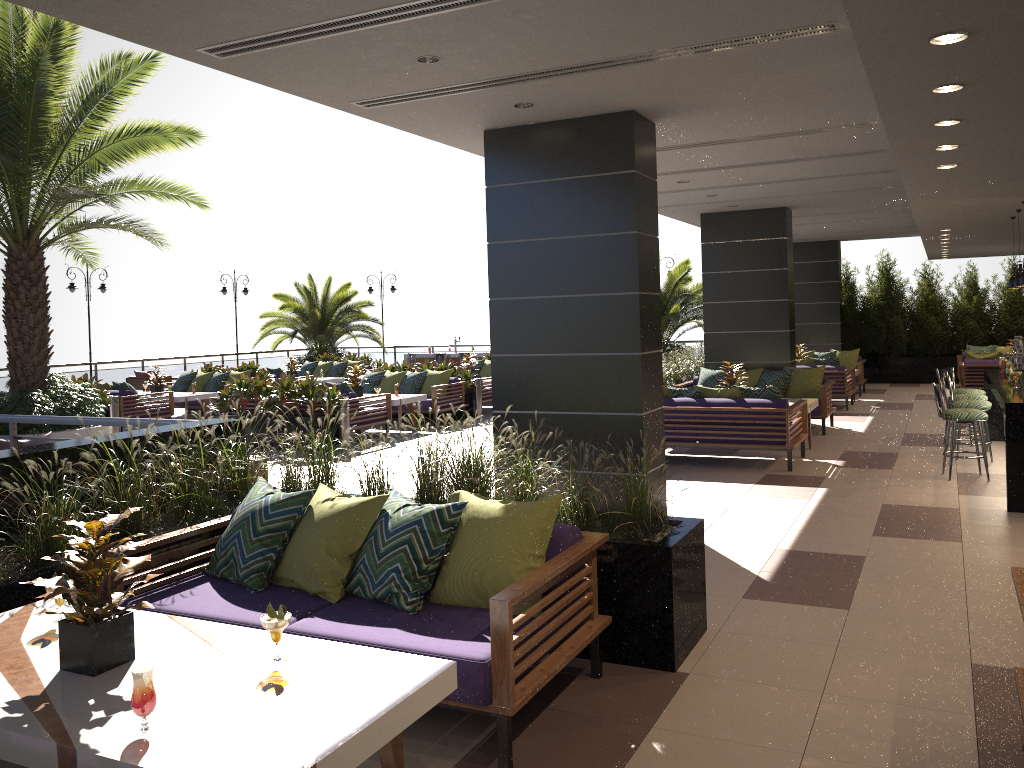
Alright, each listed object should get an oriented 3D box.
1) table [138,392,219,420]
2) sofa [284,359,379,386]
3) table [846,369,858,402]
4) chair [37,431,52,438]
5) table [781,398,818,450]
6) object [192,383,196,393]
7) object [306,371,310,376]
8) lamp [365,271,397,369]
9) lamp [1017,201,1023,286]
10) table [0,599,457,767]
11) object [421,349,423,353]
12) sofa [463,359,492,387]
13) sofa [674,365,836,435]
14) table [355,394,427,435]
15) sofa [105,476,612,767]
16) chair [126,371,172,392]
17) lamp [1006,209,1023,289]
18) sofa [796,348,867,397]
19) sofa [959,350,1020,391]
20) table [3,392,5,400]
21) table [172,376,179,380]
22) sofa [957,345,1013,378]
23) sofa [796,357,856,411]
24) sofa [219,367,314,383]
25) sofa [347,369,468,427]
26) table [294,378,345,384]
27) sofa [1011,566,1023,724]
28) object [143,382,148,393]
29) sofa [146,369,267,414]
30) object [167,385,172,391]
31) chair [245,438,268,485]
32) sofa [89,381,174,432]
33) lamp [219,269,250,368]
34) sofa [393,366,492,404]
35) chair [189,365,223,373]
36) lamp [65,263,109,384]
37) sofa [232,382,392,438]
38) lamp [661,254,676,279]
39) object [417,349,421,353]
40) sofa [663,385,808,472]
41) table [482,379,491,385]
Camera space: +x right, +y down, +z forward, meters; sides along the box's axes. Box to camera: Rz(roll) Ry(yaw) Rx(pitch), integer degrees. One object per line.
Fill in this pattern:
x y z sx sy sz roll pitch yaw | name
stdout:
-6.499 0.464 16.279 2.036 0.553 0.943 0 4 26 | table
-4.326 -0.107 20.755 2.125 0.919 1.121 0 3 26 | sofa
5.557 0.030 17.073 2.036 0.553 0.943 0 4 26 | table
-4.167 0.862 7.849 0.713 0.815 0.716 -1 2 26 | chair
2.909 0.501 11.648 2.036 0.553 0.943 0 4 26 | table
-5.853 0.070 16.309 0.067 0.189 0.084 -2 1 -34 | object
-4.417 -0.180 19.170 0.067 0.189 0.084 -2 1 -34 | object
-3.826 -1.720 26.225 1.121 3.325 0.264 -1 1 26 | lamp
5.278 -1.444 9.081 0.163 0.864 0.163 -2 1 -21 | lamp
-1.300 1.250 3.027 2.036 0.553 0.943 0 4 26 | table
-2.463 -0.846 24.060 0.105 0.209 0.105 -2 1 1 | object
-0.310 -0.092 18.792 2.125 0.919 1.121 0 3 26 | sofa
3.565 0.203 12.987 2.125 0.919 1.121 0 3 26 | sofa
-2.486 0.479 14.317 2.036 0.553 0.943 0 4 26 | table
-0.731 0.967 4.188 2.125 0.919 1.121 0 3 26 | sofa
-8.495 0.075 20.743 0.714 0.815 0.715 -1 2 26 | chair
5.849 -1.545 10.251 0.192 0.863 1.083 -1 3 26 | lamp
6.110 -0.250 18.200 2.125 0.919 1.121 0 3 26 | sofa
9.097 -0.161 15.649 2.125 0.919 1.121 0 3 26 | sofa
-10.115 0.477 17.416 0.755 0.589 0.741 0 3 26 | table
-8.076 0.114 21.593 0.755 0.589 0.741 0 3 26 | table
10.223 -0.361 17.956 2.125 0.919 1.121 0 3 26 | sofa
4.983 -0.050 15.893 2.125 0.919 1.121 0 3 26 | sofa
-5.352 0.074 18.683 2.125 0.919 1.121 0 3 26 | sofa
-1.963 0.206 15.350 2.125 0.919 1.121 0 3 26 | sofa
-4.831 0.167 19.697 2.036 0.553 0.943 0 4 26 | table
2.682 0.979 2.520 2.125 0.919 1.121 0 3 26 | sofa
-6.966 0.064 16.823 0.106 0.197 0.106 -3 2 -31 | object
-5.986 0.191 17.316 2.125 0.919 1.121 0 3 26 | sofa
-6.063 0.119 15.670 0.082 0.197 0.069 -2 1 -22 | object
-2.449 0.868 7.009 0.713 0.815 0.716 -1 2 26 | chair
-7.005 0.372 15.241 2.125 0.919 1.121 0 3 26 | sofa
-7.456 -1.445 23.964 0.264 3.325 1.124 -2 1 26 | lamp
-1.329 0.089 16.717 2.125 0.919 1.121 0 3 26 | sofa
-7.656 -0.075 22.461 0.714 0.815 0.715 -1 2 26 | chair
-9.467 -1.087 19.844 0.264 3.325 1.124 -2 1 26 | lamp
-2.989 0.387 13.278 2.125 0.919 1.121 0 3 26 | sofa
3.667 -1.692 22.562 1.121 3.325 0.264 -1 1 26 | lamp
-2.507 -0.837 23.953 0.105 0.209 0.105 -2 1 1 | object
2.272 0.433 10.339 2.125 0.919 1.121 0 3 26 | sofa
-0.817 0.182 17.735 2.036 0.553 0.943 0 4 26 | table
